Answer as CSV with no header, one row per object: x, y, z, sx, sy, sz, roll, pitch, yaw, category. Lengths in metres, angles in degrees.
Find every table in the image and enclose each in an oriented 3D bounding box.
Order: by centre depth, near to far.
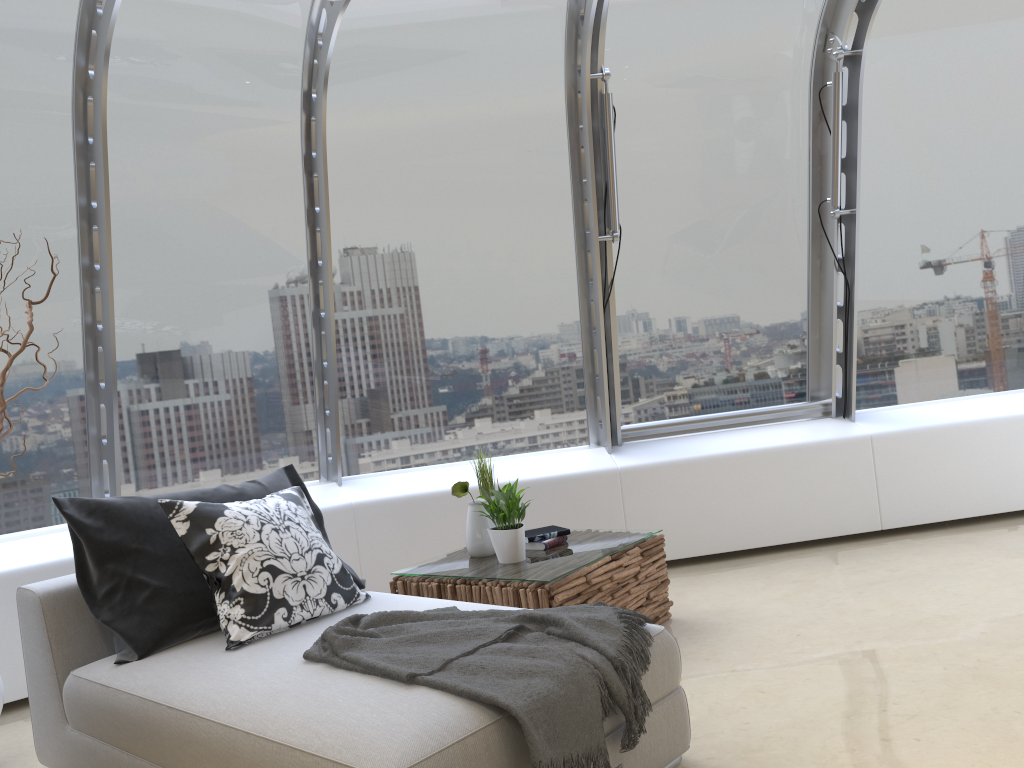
0.112,0.982,4.080,0.923,0.436,1.007,-7,0,37,table

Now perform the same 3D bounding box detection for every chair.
-0.619,0.940,2.965,2.068,0.690,1.176,-7,0,42,chair

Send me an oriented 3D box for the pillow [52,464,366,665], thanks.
-1.117,0.634,3.402,0.510,0.597,1.070,-7,0,42,pillow

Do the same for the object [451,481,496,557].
-0.185,0.615,4.056,0.152,0.370,0.297,-7,0,27,object

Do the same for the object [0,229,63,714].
-2.357,0.458,3.159,1.370,2.059,1.508,-7,0,-17,object

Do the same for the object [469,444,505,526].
-0.123,0.535,4.283,0.150,0.511,0.153,-7,0,40,object

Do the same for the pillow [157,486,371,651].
-0.872,0.623,3.222,0.431,0.528,0.683,-7,0,36,pillow

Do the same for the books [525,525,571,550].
0.140,0.729,4.182,0.265,0.063,0.246,-7,0,-31,books

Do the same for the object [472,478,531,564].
-0.026,0.599,3.909,0.284,0.369,0.215,-7,0,15,object

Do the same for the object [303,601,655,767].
-0.043,0.842,2.657,1.024,0.359,0.825,-7,0,41,object
